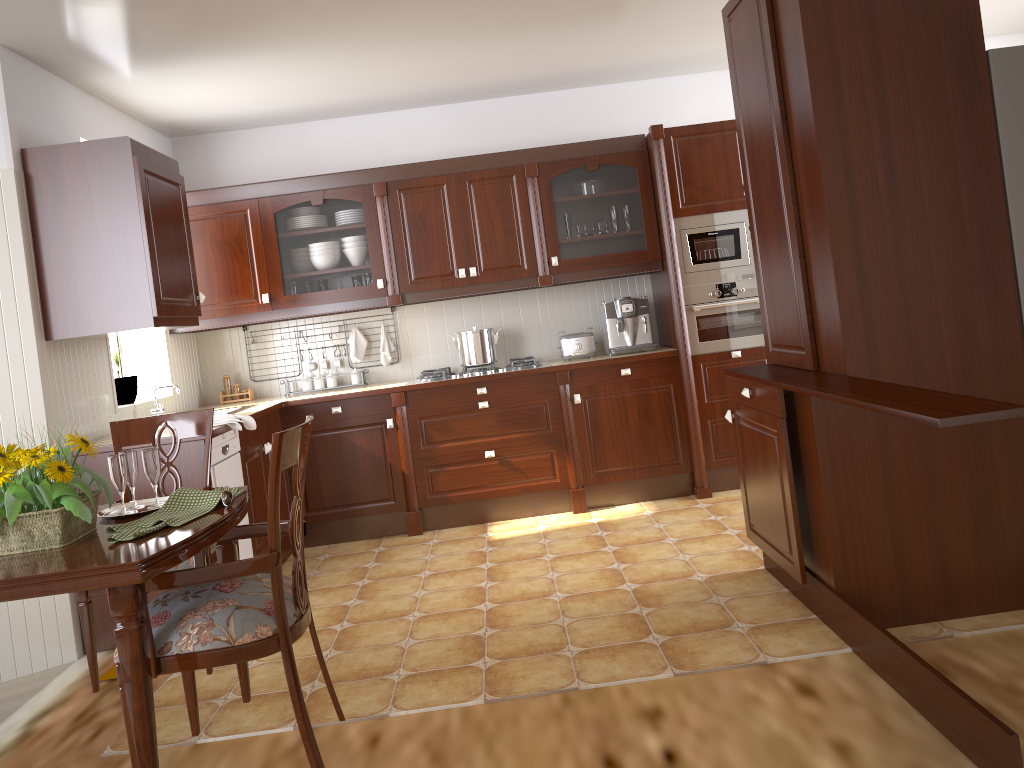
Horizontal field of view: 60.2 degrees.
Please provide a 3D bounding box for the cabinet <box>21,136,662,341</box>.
[{"bbox_3d":[-0.563,-0.793,4.271,2.781,0.778,1.372,-7,3,-1],"label":"cabinet"}]

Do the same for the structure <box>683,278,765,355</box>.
[{"bbox_3d":[1.199,-0.375,4.862,0.494,0.375,0.041,-7,0,-1],"label":"structure"}]

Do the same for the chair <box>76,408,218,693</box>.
[{"bbox_3d":[-1.102,0.486,2.749,0.405,0.745,0.459,-7,1,-4],"label":"chair"}]

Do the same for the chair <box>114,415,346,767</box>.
[{"bbox_3d":[-0.643,0.485,2.018,0.459,0.745,0.405,-7,1,-1],"label":"chair"}]

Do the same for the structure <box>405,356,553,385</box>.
[{"bbox_3d":[-0.190,-0.086,5.087,0.816,0.046,0.592,-7,4,-1],"label":"structure"}]

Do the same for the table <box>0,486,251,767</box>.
[{"bbox_3d":[-1.443,0.681,1.997,1.678,0.558,0.736,-7,3,-1],"label":"table"}]

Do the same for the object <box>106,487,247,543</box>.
[{"bbox_3d":[-0.776,0.279,2.091,0.166,0.056,0.530,-7,5,12],"label":"object"}]

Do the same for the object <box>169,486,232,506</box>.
[{"bbox_3d":[-0.752,0.276,2.131,0.146,0.046,0.047,-7,2,12],"label":"object"}]

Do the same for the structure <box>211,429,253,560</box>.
[{"bbox_3d":[-1.370,0.603,3.781,0.379,0.746,0.424,-7,1,-1],"label":"structure"}]

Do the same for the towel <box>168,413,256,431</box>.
[{"bbox_3d":[-1.294,0.182,3.866,0.345,0.097,0.329,-11,5,-38],"label":"towel"}]

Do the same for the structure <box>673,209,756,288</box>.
[{"bbox_3d":[1.145,-0.764,5.019,0.495,0.386,0.317,-7,2,-1],"label":"structure"}]

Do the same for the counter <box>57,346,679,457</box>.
[{"bbox_3d":[-0.458,0.033,4.473,2.783,0.032,1.829,-7,5,-1],"label":"counter"}]

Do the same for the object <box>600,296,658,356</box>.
[{"bbox_3d":[0.670,-0.343,5.123,0.274,0.321,0.324,-7,2,-1],"label":"object"}]

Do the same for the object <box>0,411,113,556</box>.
[{"bbox_3d":[-1.062,0.220,1.935,0.299,0.337,0.318,-8,2,-9],"label":"object"}]

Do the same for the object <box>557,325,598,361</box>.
[{"bbox_3d":[0.378,-0.239,5.125,0.243,0.188,0.141,-7,2,0],"label":"object"}]
